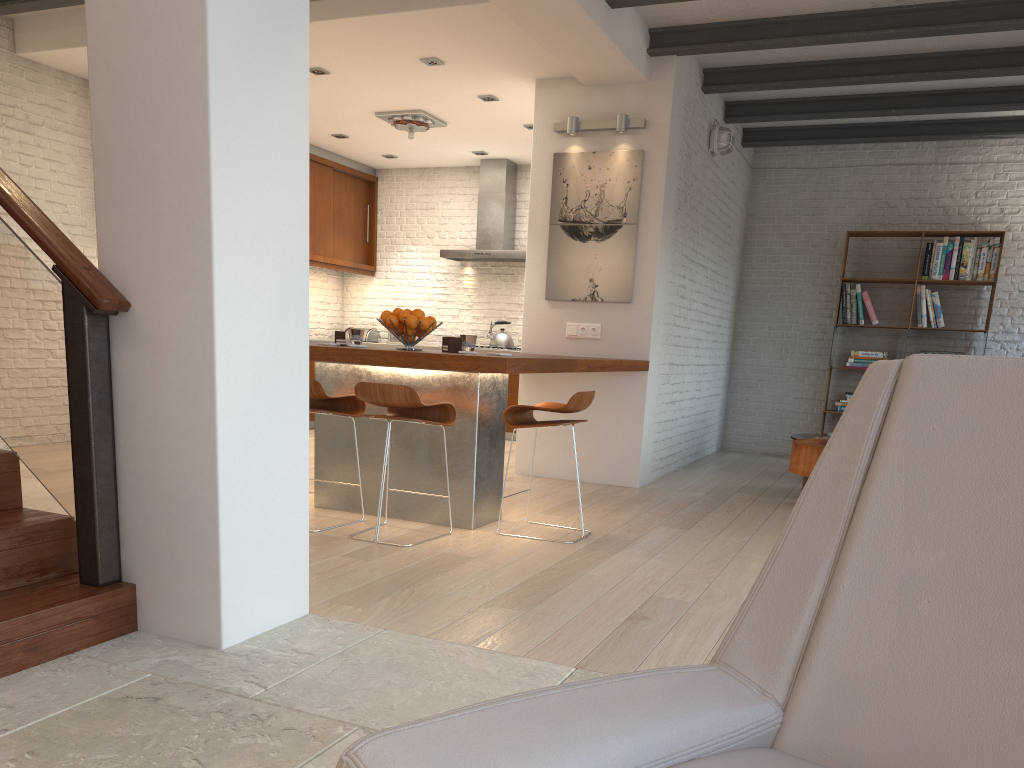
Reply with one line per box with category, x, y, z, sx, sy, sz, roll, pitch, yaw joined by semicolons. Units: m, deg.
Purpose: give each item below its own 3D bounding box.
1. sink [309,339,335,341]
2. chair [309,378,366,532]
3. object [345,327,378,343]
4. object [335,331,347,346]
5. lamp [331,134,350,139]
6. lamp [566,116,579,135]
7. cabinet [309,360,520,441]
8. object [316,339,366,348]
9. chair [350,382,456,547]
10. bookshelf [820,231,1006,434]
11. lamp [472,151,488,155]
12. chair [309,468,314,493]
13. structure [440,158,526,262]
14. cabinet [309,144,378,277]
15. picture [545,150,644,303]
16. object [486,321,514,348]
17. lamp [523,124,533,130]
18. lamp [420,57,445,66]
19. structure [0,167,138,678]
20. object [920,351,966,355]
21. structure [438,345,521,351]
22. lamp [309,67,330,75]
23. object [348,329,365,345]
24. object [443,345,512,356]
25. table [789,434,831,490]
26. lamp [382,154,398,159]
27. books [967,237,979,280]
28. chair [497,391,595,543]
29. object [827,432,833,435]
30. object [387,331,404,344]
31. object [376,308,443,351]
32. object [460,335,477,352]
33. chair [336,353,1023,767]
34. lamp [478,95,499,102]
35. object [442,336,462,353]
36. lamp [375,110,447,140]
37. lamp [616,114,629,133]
sink;-2.238;-0.561;9.056;0.513;0.440;0.843;6;6;23
chair;-1.053;0.346;4.557;0.401;0.798;0.412;8;11;23
object;-1.756;-0.569;10.089;0.342;0.164;0.245;5;6;23
object;-0.929;-0.255;4.939;0.113;0.084;0.092;6;8;23
lamp;-1.620;-2.358;8.227;0.123;0.057;0.121;5;5;23
lamp;0.421;-1.790;6.049;0.079;0.107;0.078;-4;12;-38
cabinet;-1.152;-0.887;8.516;4.785;2.918;2.199;2;9;-12
object;-0.916;-0.228;4.878;0.285;0.036;0.202;4;3;23
chair;-0.561;0.382;4.353;0.401;0.798;0.412;8;11;23
bookshelf;3.752;-0.286;8.321;1.307;2.267;0.355;7;13;22
lamp;-0.316;-2.305;8.633;0.123;0.057;0.121;5;5;23
chair;-1.349;0.299;5.252;0.419;0.798;0.395;7;11;23
structure;-0.190;-1.799;9.059;0.978;1.022;0.446;6;11;22
cabinet;-2.403;-1.804;8.475;0.458;1.193;3.284;8;5;24
picture;0.571;-1.108;6.180;0.650;1.046;0.019;7;13;22
object;-0.101;-0.521;9.095;0.260;0.283;0.258;-5;11;-45
lamp;0.178;-2.226;7.481;0.123;0.057;0.121;5;5;23
lamp;-0.536;-2.193;5.880;0.123;0.057;0.121;5;5;23
structure;-1.268;-1.331;3.100;10.078;4.255;13.614;5;4;23
object;4.058;-0.203;8.243;0.400;0.207;0.393;1;5;-25
structure;-0.295;-0.387;9.312;0.805;0.033;0.579;4;3;23
lamp;-1.386;-2.255;6.233;0.123;0.057;0.121;5;5;23
object;-0.859;-0.259;4.808;0.090;0.087;0.089;6;8;20
object;-0.213;-0.177;4.596;0.392;0.036;0.195;4;3;27
table;2.453;0.627;6.241;1.065;0.459;1.803;5;4;29
lamp;-1.264;-2.374;9.026;0.123;0.057;0.121;5;5;23
books;4.215;-1.131;7.990;0.036;0.395;0.238;9;11;24
chair;0.210;0.413;4.605;0.419;0.798;0.395;7;11;23
object;2.661;0.399;6.950;0.302;0.028;0.066;3;4;0
object;-1.279;-0.644;9.918;0.319;0.386;0.065;7;13;22
object;-0.559;-0.299;4.771;0.366;0.228;0.353;2;6;-11
object;-0.228;-0.213;4.559;0.090;0.087;0.090;9;9;38
chair;0.460;0.471;1.044;1.010;1.046;0.960;9;10;39
lamp;-0.179;-2.209;6.681;0.123;0.057;0.121;5;5;23
object;-0.313;-0.210;4.677;0.094;0.084;0.111;0;7;-22
lamp;-0.861;-2.181;7.449;0.447;0.175;0.442;5;4;23
lamp;0.746;-1.766;5.914;0.079;0.107;0.078;-4;12;-38
